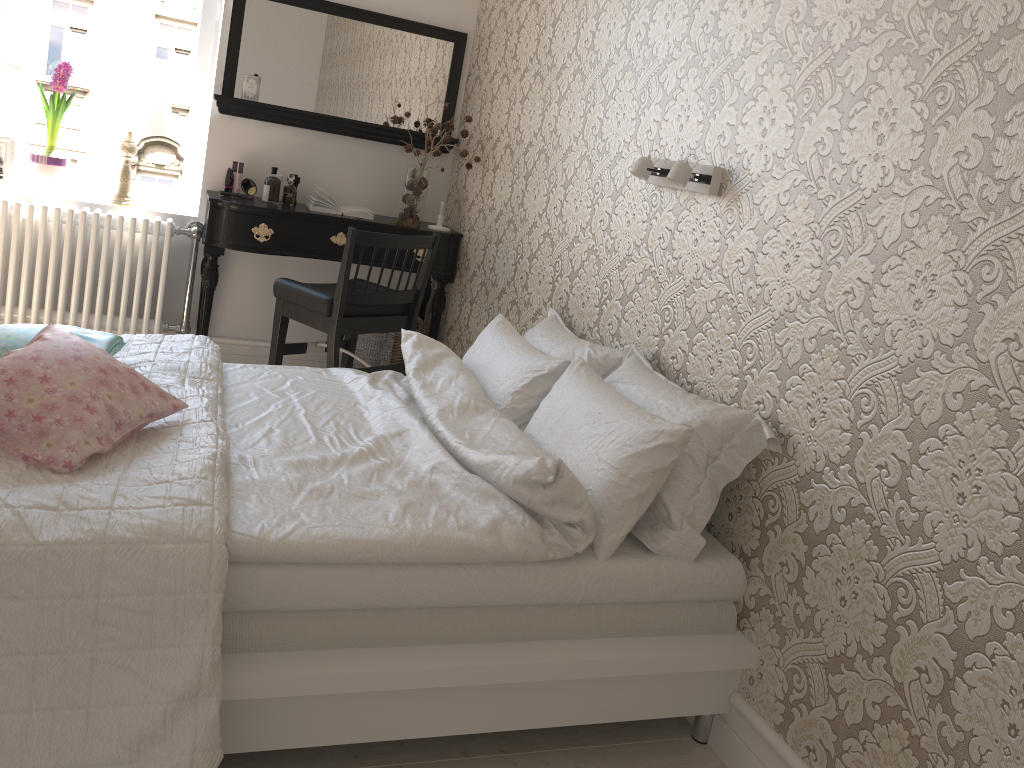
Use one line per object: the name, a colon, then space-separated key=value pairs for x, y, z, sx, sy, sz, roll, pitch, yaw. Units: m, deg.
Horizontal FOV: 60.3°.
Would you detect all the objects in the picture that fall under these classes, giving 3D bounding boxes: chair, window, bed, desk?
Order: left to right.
window: x=-1.768 y=-1.705 z=3.854 sx=0.945 sy=1.756 sz=0.112 roll=6 pitch=10 yaw=-22
bed: x=-0.658 y=0.245 z=2.118 sx=2.203 sy=0.622 sz=1.996 roll=5 pitch=15 yaw=-22
desk: x=-0.849 y=-0.367 z=3.997 sx=1.101 sy=0.811 sz=0.445 roll=5 pitch=11 yaw=-22
chair: x=-0.642 y=-0.217 z=3.484 sx=0.464 sy=0.848 sz=0.457 roll=18 pitch=13 yaw=37

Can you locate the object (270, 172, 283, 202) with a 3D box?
object: x=-1.060 y=-0.883 z=3.951 sx=0.058 sy=0.132 sz=0.058 roll=16 pitch=11 yaw=28

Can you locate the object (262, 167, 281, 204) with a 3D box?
object: x=-1.047 y=-0.869 z=3.856 sx=0.070 sy=0.155 sz=0.072 roll=5 pitch=11 yaw=-28

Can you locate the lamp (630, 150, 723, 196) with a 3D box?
lamp: x=0.412 y=-0.564 z=2.317 sx=0.115 sy=0.092 sz=0.332 roll=5 pitch=15 yaw=-22

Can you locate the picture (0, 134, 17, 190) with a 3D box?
picture: x=-2.164 y=-0.929 z=3.673 sx=0.176 sy=0.222 sz=0.050 roll=0 pitch=13 yaw=-42

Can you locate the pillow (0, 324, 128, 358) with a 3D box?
pillow: x=-1.087 y=-0.043 z=1.983 sx=0.361 sy=0.166 sz=0.390 roll=6 pitch=14 yaw=-17

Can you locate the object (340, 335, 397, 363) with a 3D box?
object: x=-0.676 y=-0.171 z=4.117 sx=0.366 sy=0.327 sz=0.309 roll=6 pitch=12 yaw=-21

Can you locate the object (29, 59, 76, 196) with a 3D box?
object: x=-1.957 y=-1.096 z=3.764 sx=0.156 sy=0.569 sz=0.160 roll=3 pitch=12 yaw=-37

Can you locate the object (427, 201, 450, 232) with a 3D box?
object: x=-0.324 y=-0.767 z=4.026 sx=0.105 sy=0.129 sz=0.106 roll=13 pitch=11 yaw=12

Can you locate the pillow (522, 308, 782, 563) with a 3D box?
pillow: x=0.193 y=0.053 z=2.393 sx=0.309 sy=0.349 sz=1.281 roll=6 pitch=14 yaw=-22

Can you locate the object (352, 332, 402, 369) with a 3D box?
object: x=-0.624 y=-0.140 z=4.103 sx=0.292 sy=0.350 sz=0.353 roll=14 pitch=12 yaw=16

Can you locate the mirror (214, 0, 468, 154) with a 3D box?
mirror: x=-0.741 y=-1.416 z=4.004 sx=1.113 sy=0.564 sz=0.067 roll=5 pitch=10 yaw=-22

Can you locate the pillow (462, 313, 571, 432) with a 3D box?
pillow: x=-0.026 y=-0.006 z=2.611 sx=0.203 sy=0.299 sz=0.573 roll=6 pitch=14 yaw=-22

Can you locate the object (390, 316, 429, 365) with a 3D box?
object: x=-0.610 y=-0.160 z=4.143 sx=0.395 sy=0.426 sz=0.399 roll=12 pitch=11 yaw=9

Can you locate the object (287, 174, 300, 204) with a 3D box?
object: x=-0.997 y=-0.885 z=4.005 sx=0.058 sy=0.132 sz=0.058 roll=16 pitch=11 yaw=28

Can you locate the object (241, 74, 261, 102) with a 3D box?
object: x=-1.145 y=-1.306 z=3.877 sx=0.072 sy=0.119 sz=0.037 roll=7 pitch=10 yaw=-17

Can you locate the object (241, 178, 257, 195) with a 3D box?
object: x=-1.169 y=-0.859 z=3.869 sx=0.080 sy=0.084 sz=0.083 roll=14 pitch=12 yaw=17

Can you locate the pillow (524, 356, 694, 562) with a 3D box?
pillow: x=0.187 y=0.151 z=2.061 sx=0.201 sy=0.303 sz=0.576 roll=6 pitch=14 yaw=-23

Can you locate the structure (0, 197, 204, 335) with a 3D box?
structure: x=-1.892 y=-0.414 z=3.734 sx=1.063 sy=0.672 sz=0.169 roll=5 pitch=10 yaw=-22

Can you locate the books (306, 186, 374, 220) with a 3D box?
books: x=-0.773 y=-0.819 z=3.979 sx=0.277 sy=0.094 sz=0.231 roll=5 pitch=14 yaw=-20

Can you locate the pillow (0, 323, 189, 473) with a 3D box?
pillow: x=-0.905 y=0.024 z=1.761 sx=0.354 sy=0.199 sz=0.400 roll=13 pitch=13 yaw=10

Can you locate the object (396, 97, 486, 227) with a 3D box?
object: x=-0.339 y=-0.964 z=3.914 sx=0.550 sy=0.590 sz=0.318 roll=19 pitch=13 yaw=38

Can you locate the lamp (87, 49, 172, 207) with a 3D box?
lamp: x=-1.668 y=-1.104 z=3.852 sx=0.338 sy=0.643 sz=0.348 roll=9 pitch=10 yaw=-11

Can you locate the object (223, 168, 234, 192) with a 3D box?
object: x=-1.236 y=-0.885 z=3.855 sx=0.031 sy=0.118 sz=0.055 roll=13 pitch=10 yaw=15

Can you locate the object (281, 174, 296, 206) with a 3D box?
object: x=-0.985 y=-0.861 z=3.908 sx=0.054 sy=0.137 sz=0.055 roll=13 pitch=10 yaw=16
